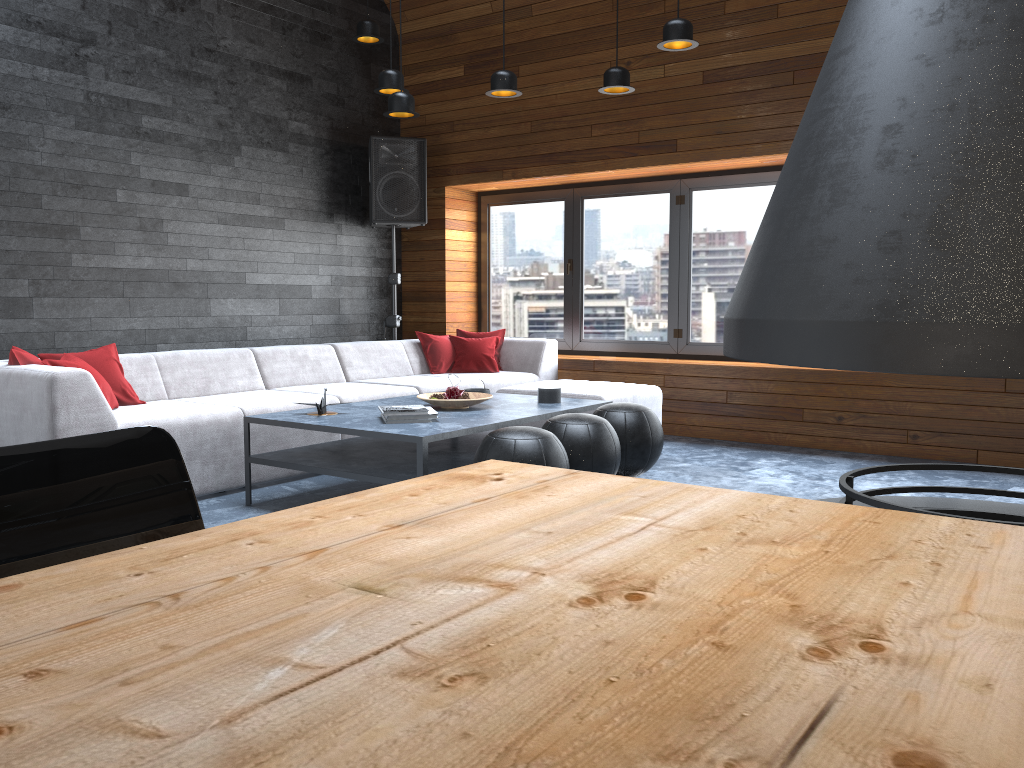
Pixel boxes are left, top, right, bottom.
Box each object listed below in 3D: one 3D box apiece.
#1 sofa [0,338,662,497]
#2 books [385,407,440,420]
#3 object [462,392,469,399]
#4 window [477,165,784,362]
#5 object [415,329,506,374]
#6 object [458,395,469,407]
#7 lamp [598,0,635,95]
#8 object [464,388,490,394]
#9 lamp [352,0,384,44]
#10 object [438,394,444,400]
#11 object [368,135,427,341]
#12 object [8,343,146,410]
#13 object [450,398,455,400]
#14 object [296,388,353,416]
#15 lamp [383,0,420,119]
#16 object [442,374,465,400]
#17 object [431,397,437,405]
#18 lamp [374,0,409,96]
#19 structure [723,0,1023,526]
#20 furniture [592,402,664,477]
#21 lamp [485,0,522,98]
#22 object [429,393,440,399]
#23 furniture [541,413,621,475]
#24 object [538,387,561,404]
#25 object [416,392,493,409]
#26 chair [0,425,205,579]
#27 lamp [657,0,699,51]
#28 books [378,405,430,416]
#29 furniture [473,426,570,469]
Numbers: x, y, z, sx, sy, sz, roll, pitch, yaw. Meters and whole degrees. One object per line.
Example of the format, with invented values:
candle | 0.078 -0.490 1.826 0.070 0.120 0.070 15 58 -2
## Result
sofa | -0.669 0.142 5.300 2.205 0.693 4.035 4 6 35
books | -0.479 0.137 4.142 0.239 0.021 0.299 -1 5 -13
object | -0.255 0.070 4.669 0.062 0.062 0.060 0 5 -4
window | 2.084 -0.853 6.328 5.936 1.521 0.101 4 6 35
object | -0.343 -0.244 6.859 0.528 0.354 0.742 4 6 35
object | -0.243 0.086 4.499 0.061 0.061 0.063 4 6 34
lamp | 0.603 -2.687 5.013 0.210 2.002 0.210 -2 5 -17
object | -0.203 0.051 5.145 0.160 0.040 0.160 1 5 12
lamp | -0.965 -2.994 5.898 0.210 1.369 0.210 -2 5 -17
object | -0.379 0.072 4.662 0.042 0.042 0.044 4 6 35
object | -1.044 -0.848 7.329 0.639 2.298 0.686 -2 5 -17
object | -2.109 -0.015 4.345 0.528 0.354 0.742 4 6 35
object | -0.301 0.093 4.491 0.042 0.042 0.043 4 7 38
object | -0.921 0.089 4.297 0.250 0.117 0.241 5 7 43
lamp | -0.632 -2.673 4.982 0.210 2.273 0.210 -2 5 -17
object | -0.306 0.029 4.605 0.118 0.172 0.105 0 5 -3
object | -0.391 0.087 4.495 0.048 0.039 0.039 3 6 31
lamp | -0.723 -2.768 5.233 0.210 2.036 0.210 -2 5 -17
structure | 0.939 -2.030 1.568 1.197 5.699 1.689 4 6 35
furniture | 0.574 0.325 4.548 0.401 0.462 0.402 -1 5 -15
lamp | -0.045 -2.668 4.967 0.210 2.034 0.210 -2 5 -17
object | -0.401 0.078 4.586 0.061 0.062 0.064 -2 6 -24
furniture | 0.301 0.366 4.100 0.401 0.462 0.402 -4 6 -35
object | 0.203 0.060 4.822 0.126 0.081 0.126 1 5 7
object | -0.296 0.090 4.592 0.395 0.061 0.395 3 6 27
chair | -0.352 0.486 0.817 0.599 0.825 0.527 4 6 35
lamp | 0.847 -2.681 4.443 0.210 1.911 0.210 -2 5 -17
books | -0.503 0.120 4.103 0.210 0.017 0.265 -1 5 -13
furniture | 0.037 0.406 3.665 0.402 0.462 0.401 -4 7 -40
